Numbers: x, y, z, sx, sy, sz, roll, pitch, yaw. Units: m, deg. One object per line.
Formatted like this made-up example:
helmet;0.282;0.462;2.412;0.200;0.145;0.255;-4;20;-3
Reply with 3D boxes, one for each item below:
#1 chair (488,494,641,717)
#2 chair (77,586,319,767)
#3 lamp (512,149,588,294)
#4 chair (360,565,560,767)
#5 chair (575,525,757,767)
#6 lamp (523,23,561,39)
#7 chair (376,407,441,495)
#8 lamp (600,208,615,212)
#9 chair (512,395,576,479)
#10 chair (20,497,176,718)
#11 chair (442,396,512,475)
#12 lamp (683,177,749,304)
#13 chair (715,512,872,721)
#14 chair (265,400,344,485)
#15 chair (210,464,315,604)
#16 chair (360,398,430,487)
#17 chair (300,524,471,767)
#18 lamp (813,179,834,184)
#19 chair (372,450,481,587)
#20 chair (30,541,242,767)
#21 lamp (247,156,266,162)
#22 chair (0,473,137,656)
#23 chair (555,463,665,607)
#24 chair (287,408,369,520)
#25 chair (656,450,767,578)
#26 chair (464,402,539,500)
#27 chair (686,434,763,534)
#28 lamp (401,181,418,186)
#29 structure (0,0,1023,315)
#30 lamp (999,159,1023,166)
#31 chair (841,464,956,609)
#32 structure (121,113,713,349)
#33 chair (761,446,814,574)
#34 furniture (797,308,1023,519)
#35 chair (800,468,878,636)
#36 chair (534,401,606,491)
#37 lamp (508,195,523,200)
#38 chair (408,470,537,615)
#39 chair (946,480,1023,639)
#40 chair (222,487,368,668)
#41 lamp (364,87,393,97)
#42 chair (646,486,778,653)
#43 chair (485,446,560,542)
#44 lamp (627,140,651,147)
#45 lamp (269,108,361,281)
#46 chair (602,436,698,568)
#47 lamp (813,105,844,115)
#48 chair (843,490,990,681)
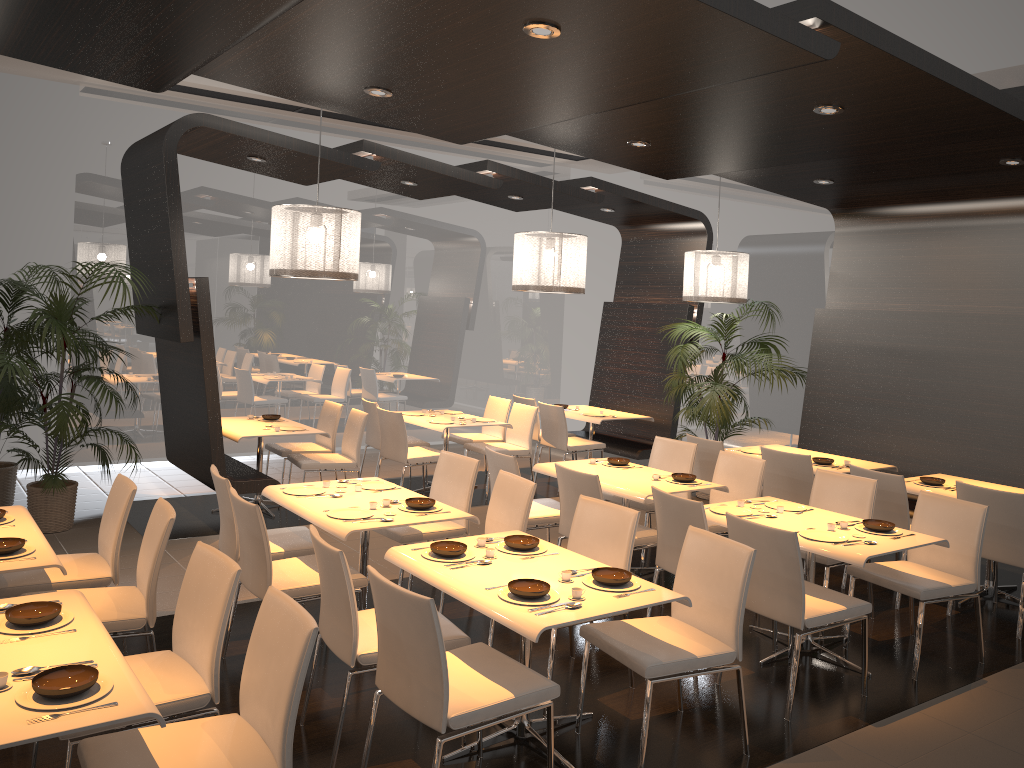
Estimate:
chair;0.267;1.047;4.364;0.604;0.873;0.485;1;2;-38
chair;-0.941;1.139;2.658;0.604;0.873;0.485;1;2;-33
lamp;0.355;-1.747;7.576;0.626;1.929;0.628;3;1;-8
chair;-0.206;1.118;3.264;0.604;0.869;0.485;1;2;-38
chair;0.674;1.112;3.804;0.604;0.869;0.485;2;2;-28
lamp;0.127;-1.508;3.736;0.161;0.050;0.162;0;5;-30
chair;-0.925;0.663;8.194;0.604;0.873;0.485;1;2;-38
lamp;1.074;-1.968;9.930;0.161;0.056;0.162;-1;6;-41
chair;0.336;0.572;9.907;0.604;0.869;0.485;1;2;-33
chair;-1.822;0.991;3.879;0.604;0.869;0.485;2;2;-28
chair;-0.369;0.586;9.391;0.604;0.873;0.485;1;2;-33
lamp;2.060;-1.774;8.796;0.626;1.929;0.627;3;1;-4
chair;1.399;1.095;4.411;0.604;0.873;0.485;1;2;-33
chair;-1.932;0.613;8.250;0.604;0.873;0.485;1;2;-33
chair;-1.395;0.914;4.999;0.604;0.869;0.485;2;2;-28
chair;-1.190;0.593;8.844;0.604;0.869;0.485;2;2;-28
chair;-0.550;1.060;3.756;0.604;0.869;0.485;2;2;-28
lamp;2.595;-1.698;7.358;0.161;0.050;0.162;0;5;-30
chair;-0.567;0.901;5.601;0.604;0.869;0.485;1;2;-38
chair;-1.330;1.079;3.150;0.604;0.873;0.485;1;2;-38
lamp;-2.192;-1.944;7.592;0.160;0.054;0.161;0;5;-30
chair;-2.211;0.931;4.372;0.604;0.869;0.485;1;2;-33
chair;0.599;0.955;5.608;0.604;0.873;0.485;1;2;-33
chair;-1.599;0.672;7.707;0.604;0.869;0.485;2;2;-28
chair;1.403;0.942;6.164;0.604;0.869;0.485;1;2;-33
chair;-0.102;0.647;8.802;0.604;0.869;0.485;1;2;-33
chair;1.767;0.866;7.266;0.604;0.873;0.485;2;2;-28
lamp;-0.983;-1.936;8.458;0.161;0.056;0.162;-1;6;-41
structure;-0.288;-0.886;4.376;10.655;1.734;2.912;-1;5;-36
lamp;3.472;-1.552;6.130;0.161;0.050;0.162;0;5;-30
chair;2.662;1.007;6.074;0.604;0.869;0.485;2;2;-28
structure;-0.576;-1.272;8.766;5.929;1.726;1.406;-1;4;-36
chair;2.237;0.929;6.789;0.604;0.873;0.485;1;2;-38
furniture;3.478;0.256;7.119;0.756;1.672;2.912;2;4;-36
chair;1.934;1.021;5.557;0.604;0.873;0.485;1;2;-38
chair;0.603;0.637;9.318;0.604;0.873;0.485;1;2;-33
lamp;0.037;-1.952;9.188;0.161;0.056;0.162;-1;6;-41
chair;-0.223;0.970;4.997;0.604;0.873;0.485;2;2;-28
chair;3.165;1.069;5.631;0.604;0.869;0.485;1;2;-33
chair;-1.103;0.975;4.455;0.604;0.869;0.485;1;2;-33
lamp;-0.750;-1.653;4.964;0.160;0.050;0.161;-1;6;-41
chair;1.115;1.034;4.968;0.604;0.873;0.485;2;2;-28
chair;0.134;0.888;6.116;0.604;0.869;0.485;2;2;-28
lamp;0.879;-1.679;6.130;0.161;0.050;0.162;0;5;-30
lamp;-1.376;-1.720;6.337;0.626;1.929;0.628;3;1;-8
chair;1.058;0.874;6.769;0.604;0.869;0.485;1;2;-38
lamp;1.756;-1.533;4.902;0.161;0.050;0.162;0;5;-30
chair;2.279;1.089;4.953;0.604;0.873;0.485;2;2;-28
